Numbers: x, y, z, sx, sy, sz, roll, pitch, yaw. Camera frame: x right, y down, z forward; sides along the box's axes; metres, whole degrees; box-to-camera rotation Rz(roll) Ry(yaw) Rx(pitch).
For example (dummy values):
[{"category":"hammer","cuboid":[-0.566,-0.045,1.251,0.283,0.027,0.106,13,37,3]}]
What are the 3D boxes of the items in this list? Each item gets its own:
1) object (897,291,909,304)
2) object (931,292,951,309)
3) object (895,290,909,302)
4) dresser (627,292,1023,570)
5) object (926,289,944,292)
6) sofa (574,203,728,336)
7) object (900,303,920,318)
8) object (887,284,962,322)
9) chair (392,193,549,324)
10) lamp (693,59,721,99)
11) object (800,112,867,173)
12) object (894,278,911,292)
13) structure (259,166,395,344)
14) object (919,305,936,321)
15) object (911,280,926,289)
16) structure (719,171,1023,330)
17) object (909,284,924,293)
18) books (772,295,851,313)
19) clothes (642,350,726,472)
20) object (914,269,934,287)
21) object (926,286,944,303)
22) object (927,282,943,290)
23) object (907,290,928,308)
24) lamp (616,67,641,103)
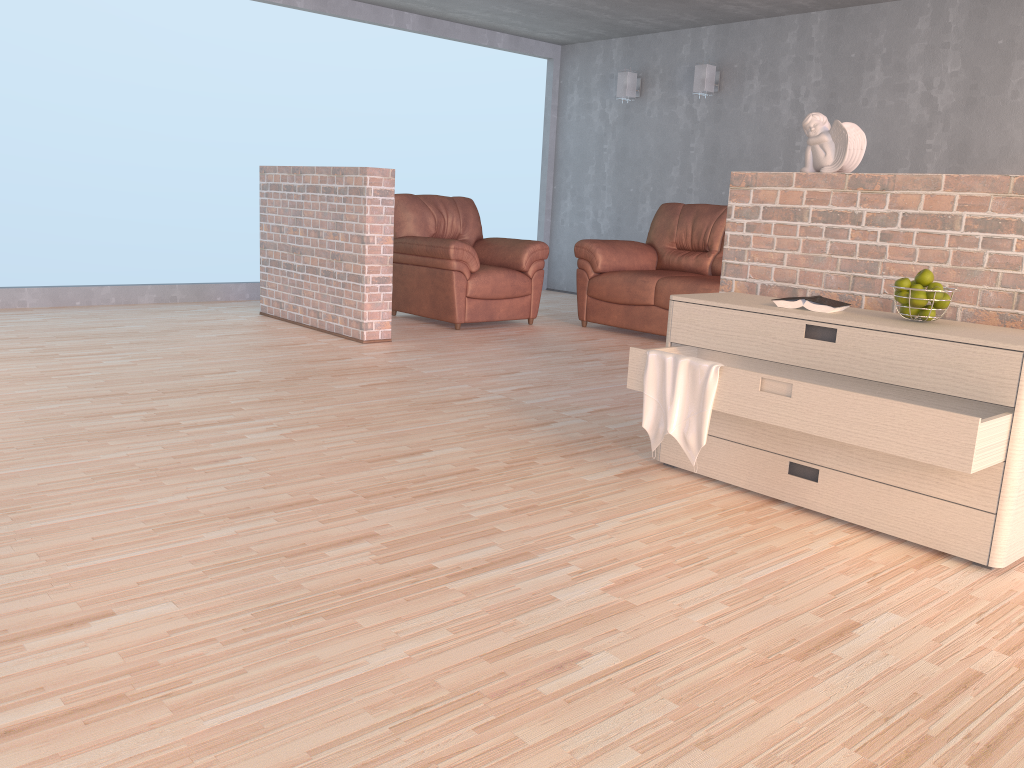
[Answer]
[{"category":"object","cuboid":[1.171,-0.258,2.647,0.039,0.040,0.038,-5,14,-33]},{"category":"object","cuboid":[1.275,-0.247,2.637,0.053,0.054,0.053,2,12,-6]},{"category":"object","cuboid":[1.182,-0.269,2.688,0.046,0.044,0.046,14,16,43]},{"category":"dresser","cuboid":[1.144,0.137,2.587,0.605,0.612,1.686,-7,15,-41]},{"category":"object","cuboid":[1.276,-0.271,2.680,0.054,0.048,0.053,-5,14,-34]},{"category":"sofa","cuboid":[1.526,-0.790,6.205,0.981,0.923,2.202,-7,15,-41]},{"category":"object","cuboid":[1.200,-0.226,2.674,0.059,0.055,0.060,4,12,3]},{"category":"object","cuboid":[1.228,-0.239,2.659,0.202,0.104,0.202,13,15,41]},{"category":"chair","cuboid":[-0.368,-0.961,6.662,0.970,0.879,0.936,-7,16,-42]},{"category":"lamp","cuboid":[1.665,-2.611,7.603,0.177,0.319,0.165,-7,15,-41]},{"category":"object","cuboid":[1.130,-0.859,3.162,0.131,0.218,0.216,-7,16,-42]},{"category":"object","cuboid":[1.171,-0.298,2.659,0.046,0.045,0.046,-7,16,-41]},{"category":"structure","cuboid":[-1.273,-0.905,5.923,0.211,1.057,1.422,-7,15,-41]},{"category":"object","cuboid":[1.233,-0.211,2.632,0.046,0.048,0.048,12,14,36]},{"category":"object","cuboid":[1.226,-0.290,2.694,0.054,0.053,0.049,1,12,-11]},{"category":"structure","cuboid":[1.342,-0.169,3.024,0.211,1.057,1.422,-7,15,-41]},{"category":"object","cuboid":[1.205,-0.280,2.644,0.039,0.038,0.039,0,12,-13]},{"category":"books","cuboid":[0.966,-0.262,2.863,0.209,0.040,0.146,12,15,37]},{"category":"clothes","cuboid":[0.544,0.092,2.828,0.097,0.369,0.325,-7,15,-40]},{"category":"object","cuboid":[1.233,-0.317,2.652,0.054,0.056,0.054,-7,15,-41]},{"category":"object","cuboid":[1.234,-0.261,2.590,0.046,0.047,0.047,2,12,-4]},{"category":"object","cuboid":[1.253,-0.280,2.625,0.043,0.043,0.039,11,14,33]},{"category":"object","cuboid":[1.198,-0.251,2.616,0.057,0.057,0.057,1,12,-9]},{"category":"lamp","cuboid":[1.080,-2.774,8.245,0.168,0.319,0.165,-7,15,-41]}]
